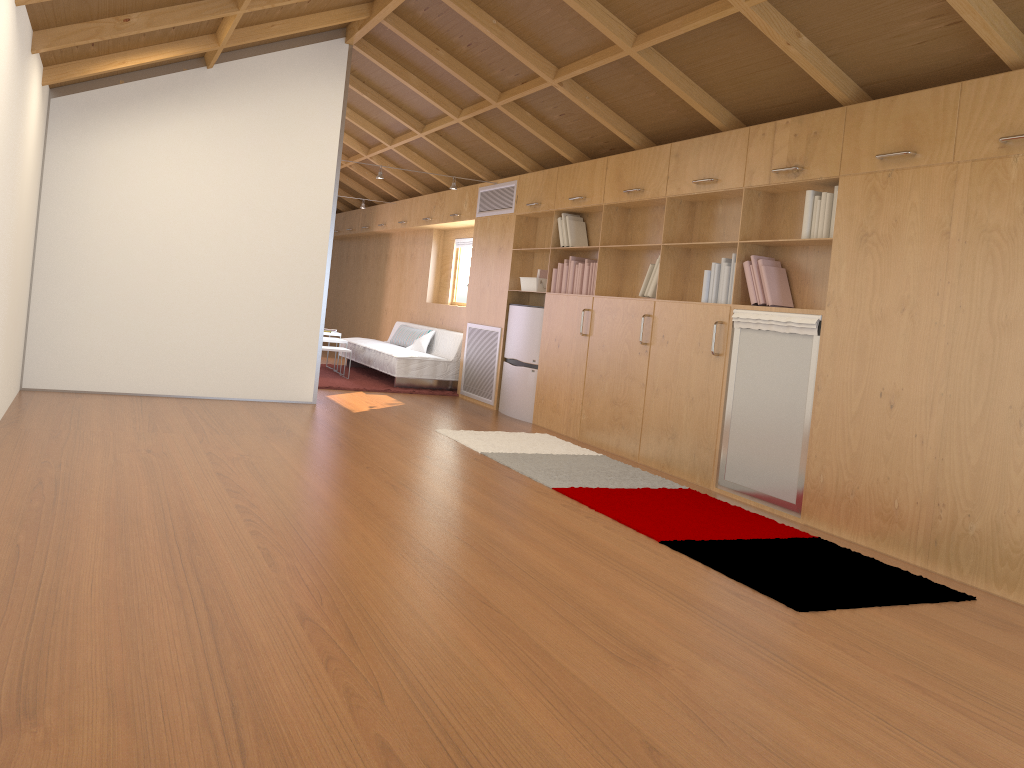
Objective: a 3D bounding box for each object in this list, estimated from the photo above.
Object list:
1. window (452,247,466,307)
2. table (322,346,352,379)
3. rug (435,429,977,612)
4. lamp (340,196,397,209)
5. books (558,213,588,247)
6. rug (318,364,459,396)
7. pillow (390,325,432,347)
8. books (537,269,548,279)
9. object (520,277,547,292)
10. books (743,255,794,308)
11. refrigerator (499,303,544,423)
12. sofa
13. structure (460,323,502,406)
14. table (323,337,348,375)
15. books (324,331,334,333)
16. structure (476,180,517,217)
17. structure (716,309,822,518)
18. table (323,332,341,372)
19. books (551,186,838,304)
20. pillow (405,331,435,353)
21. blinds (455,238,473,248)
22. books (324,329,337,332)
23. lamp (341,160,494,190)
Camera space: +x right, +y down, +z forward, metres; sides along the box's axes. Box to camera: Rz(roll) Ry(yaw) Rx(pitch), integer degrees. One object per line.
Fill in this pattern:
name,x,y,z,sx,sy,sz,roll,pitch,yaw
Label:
window,-0.347,-1.240,9.859,0.035,0.789,1.504,6,4,-25
table,-1.941,-0.234,9.442,0.341,0.308,0.371,5,3,-25
rug,0.637,0.599,4.979,0.914,0.011,3.742,4,6,-25
lamp,-3.231,-2.388,10.638,3.818,0.153,0.073,4,2,-25
books,0.503,-1.264,7.335,0.175,0.296,0.281,5,3,-25
rug,-1.667,-0.067,9.797,1.880,0.020,2.494,4,6,-25
pillow,-1.209,-0.551,10.414,0.171,0.251,1.047,5,5,-26
books,0.283,-0.897,7.695,0.149,0.192,0.089,5,2,-25
object,0.224,-0.870,7.807,0.202,0.122,0.352,4,5,-25
books,1.487,-0.594,5.142,0.175,0.296,0.281,5,3,-25
refrigerator,0.146,-0.198,7.796,0.261,0.986,0.717,6,2,-25
sofa,-1.271,-0.365,10.087,0.860,0.627,2.367,4,5,-25
structure,-0.307,-0.209,8.528,0.013,0.720,0.824,6,3,-25
table,-2.106,-0.320,9.804,0.423,0.383,0.461,5,3,-25
books,-2.143,-0.602,10.113,0.193,0.016,0.153,6,5,4
structure,-0.155,-1.780,8.536,0.013,0.300,0.908,6,4,-25
structure,1.522,0.136,4.954,0.315,1.077,0.729,6,2,-25
table,-2.298,-0.404,10.222,0.484,0.437,0.527,5,3,-25
books,1.091,-0.894,6.016,0.188,0.657,3.126,6,5,-25
pillow,-1.016,-0.480,9.817,0.347,0.251,0.267,8,3,29
blinds,-0.358,-1.580,9.835,0.047,0.111,1.505,5,5,-25
books,-2.123,-0.623,10.197,0.193,0.016,0.153,5,5,-6
lamp,-1.886,-1.994,7.748,3.818,0.153,0.073,4,2,-25
